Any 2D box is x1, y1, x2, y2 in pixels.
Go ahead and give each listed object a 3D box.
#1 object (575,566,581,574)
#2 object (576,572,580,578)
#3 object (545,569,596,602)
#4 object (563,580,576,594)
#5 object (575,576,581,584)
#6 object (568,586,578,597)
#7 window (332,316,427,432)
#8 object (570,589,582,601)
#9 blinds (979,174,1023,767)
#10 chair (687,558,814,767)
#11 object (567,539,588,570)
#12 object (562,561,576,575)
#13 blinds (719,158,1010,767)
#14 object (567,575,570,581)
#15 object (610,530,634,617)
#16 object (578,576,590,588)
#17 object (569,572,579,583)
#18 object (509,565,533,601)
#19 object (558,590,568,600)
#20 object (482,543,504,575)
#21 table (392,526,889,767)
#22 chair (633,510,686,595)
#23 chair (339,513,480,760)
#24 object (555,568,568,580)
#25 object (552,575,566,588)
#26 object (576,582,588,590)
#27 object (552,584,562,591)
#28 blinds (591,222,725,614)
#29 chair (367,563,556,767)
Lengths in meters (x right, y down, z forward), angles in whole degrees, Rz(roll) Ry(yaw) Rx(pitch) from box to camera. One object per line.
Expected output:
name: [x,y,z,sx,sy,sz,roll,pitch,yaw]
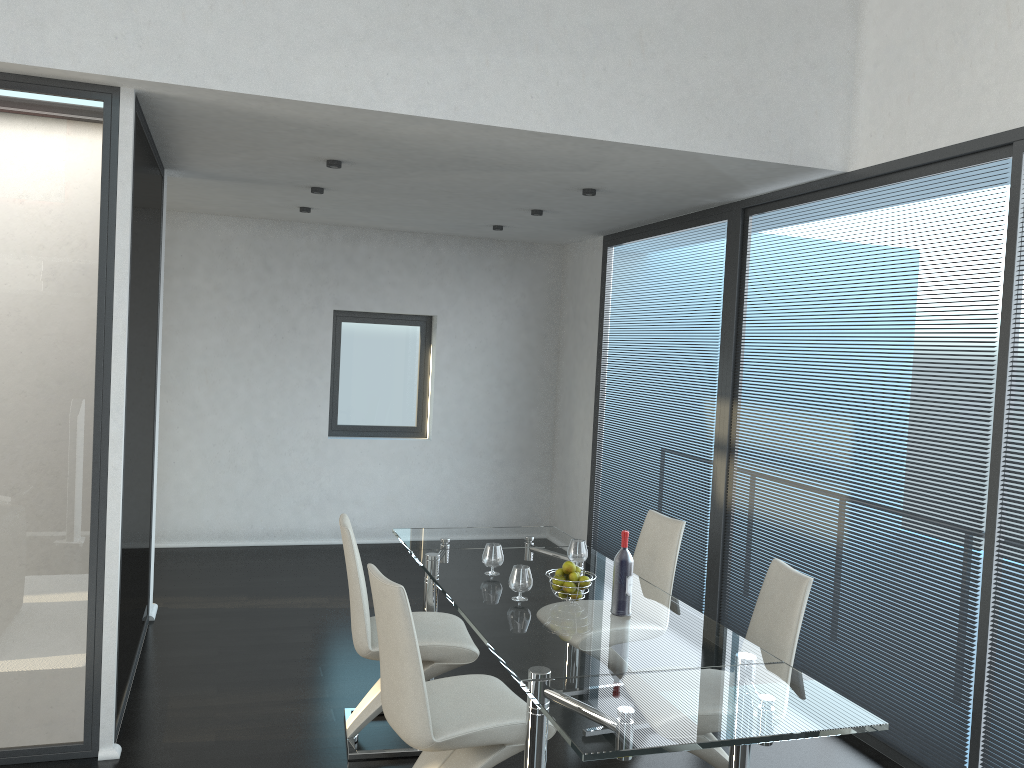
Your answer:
object: [0.258,0.767,3.641,0.047,0.045,0.047,2,2,-17]
object: [0.255,0.780,3.602,0.040,0.038,0.040,5,3,43]
object: [0.235,0.823,3.585,0.206,0.105,0.206,4,3,27]
object: [0.228,0.809,3.534,0.054,0.055,0.053,5,3,37]
object: [0.273,0.805,3.631,0.040,0.040,0.039,2,3,-26]
object: [0.237,0.839,3.615,0.061,0.056,0.059,4,3,27]
window: [-1.178,-0.079,7.866,0.800,1.000,0.050,2,2,-18]
object: [0.259,0.847,3.564,0.048,0.048,0.048,3,2,-7]
blinds: [2.194,0.433,2.563,0.018,2.537,1.874,2,2,-18]
chair: [0.773,1.170,3.374,0.612,0.959,0.471,3,2,-8]
object: [0.305,0.795,4.139,0.098,0.132,0.098,3,2,2]
object: [0.231,0.743,3.586,0.055,0.056,0.055,2,2,-18]
blinds: [1.600,0.328,4.414,0.018,2.537,1.874,2,2,-18]
object: [0.231,0.799,3.643,0.047,0.045,0.047,2,2,-14]
object: [0.431,0.732,3.439,0.082,0.326,0.082,3,2,3]
object: [0.289,0.790,3.547,0.047,0.048,0.047,4,3,34]
object: [0.247,0.776,3.551,0.040,0.043,0.044,3,2,-3]
object: [0.035,0.804,3.585,0.098,0.132,0.098,3,2,2]
object: [0.206,0.850,3.575,0.038,0.038,0.038,2,2,-14]
object: [-0.086,0.782,3.964,0.098,0.132,0.098,3,2,2]
table: [0.193,1.240,3.685,0.940,0.731,2.720,2,2,-18]
chair: [0.483,1.118,4.284,0.612,0.959,0.471,2,3,-23]
chair: [-0.478,1.083,3.952,0.612,0.959,0.471,2,2,-13]
object: [0.200,0.777,3.610,0.050,0.054,0.055,5,3,41]
object: [0.189,0.791,3.557,0.055,0.048,0.054,2,3,-25]
object: [0.286,0.806,3.591,0.058,0.058,0.058,5,3,39]
object: [0.184,0.818,3.600,0.045,0.042,0.045,2,3,-23]
blinds: [0.981,0.219,6.341,0.018,2.537,1.787,2,2,-18]
chair: [-0.208,1.129,3.154,0.612,0.959,0.471,2,3,-28]
